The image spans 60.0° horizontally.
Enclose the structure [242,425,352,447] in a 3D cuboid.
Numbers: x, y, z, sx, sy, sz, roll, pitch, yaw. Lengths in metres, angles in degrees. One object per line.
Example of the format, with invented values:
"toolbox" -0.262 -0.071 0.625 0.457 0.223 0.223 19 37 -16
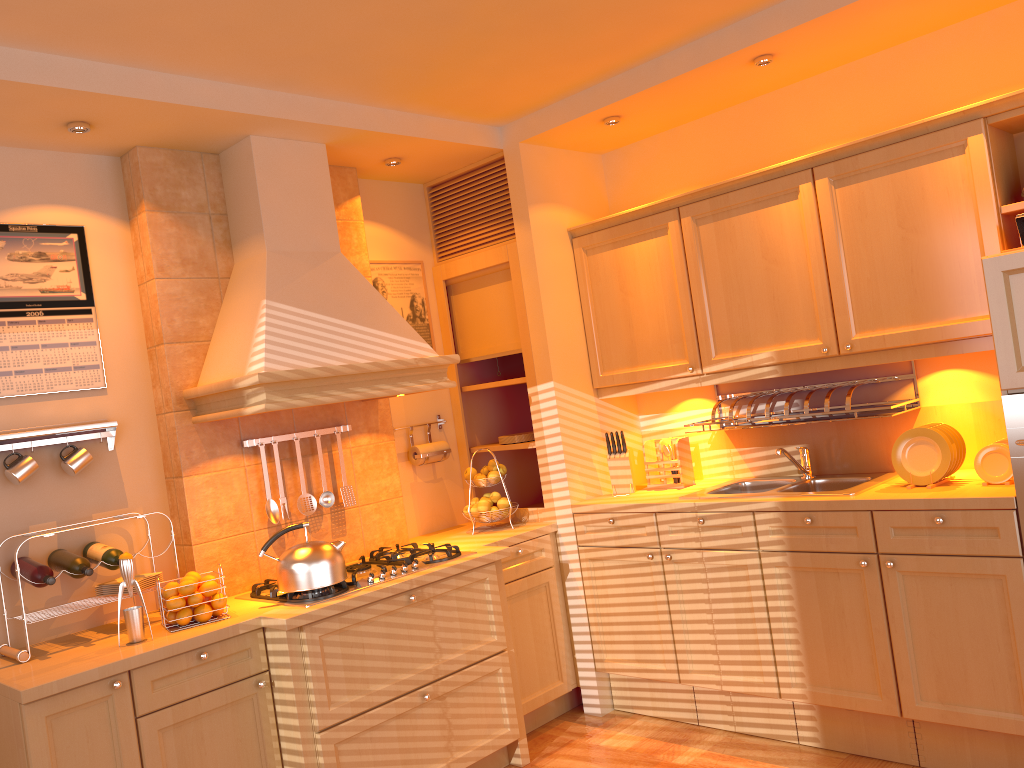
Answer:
"structure" -0.866 0.210 3.618 0.009 0.024 0.506 -9 -1 44

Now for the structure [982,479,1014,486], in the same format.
"structure" 1.683 0.322 3.021 0.219 0.010 0.084 -8 -1 -45

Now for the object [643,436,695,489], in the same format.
"object" 0.721 0.364 4.095 0.200 0.221 0.103 -9 -1 44

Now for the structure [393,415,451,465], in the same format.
"structure" -0.410 0.270 4.242 0.126 0.220 0.320 -9 -1 44

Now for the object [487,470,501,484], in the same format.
"object" -0.082 0.428 4.086 0.064 0.063 0.063 -8 -1 -29

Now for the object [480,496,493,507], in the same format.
"object" -0.117 0.546 4.068 0.063 0.061 0.063 -8 -1 18

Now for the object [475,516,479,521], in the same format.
"object" -0.151 0.616 4.124 0.046 0.043 0.047 -8 -1 4

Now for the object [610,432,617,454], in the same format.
"object" 0.477 0.351 4.081 0.019 0.265 0.038 -8 -1 27

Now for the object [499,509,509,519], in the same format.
"object" -0.047 0.592 4.093 0.063 0.061 0.064 -8 -1 22

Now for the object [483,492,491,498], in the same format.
"object" -0.108 0.525 4.120 0.051 0.048 0.050 -8 -1 -12

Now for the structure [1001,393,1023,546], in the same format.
"structure" 1.735 0.294 2.504 0.576 0.583 0.066 -9 -1 44

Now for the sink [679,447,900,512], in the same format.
"sink" 1.107 0.421 3.556 0.746 0.336 0.465 -9 -1 44

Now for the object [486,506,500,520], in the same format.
"object" -0.086 0.588 4.038 0.064 0.062 0.064 -9 -1 32

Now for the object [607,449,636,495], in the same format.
"object" 0.504 0.405 4.089 0.100 0.200 0.070 -8 -1 18

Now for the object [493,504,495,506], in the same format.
"object" -0.104 0.560 4.165 0.059 0.055 0.058 -8 -1 -38

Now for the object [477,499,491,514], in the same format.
"object" -0.126 0.554 4.013 0.056 0.063 0.065 -8 -1 20

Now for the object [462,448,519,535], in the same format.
"object" -0.114 0.486 4.119 0.265 0.376 0.265 -8 -1 3

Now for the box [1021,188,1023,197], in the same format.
"box" 1.751 -0.672 2.924 0.117 0.129 0.098 -8 -1 -10

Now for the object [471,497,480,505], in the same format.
"object" -0.164 0.553 4.108 0.055 0.058 0.056 -8 -1 -10

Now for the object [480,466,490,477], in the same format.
"object" -0.122 0.406 4.130 0.050 0.051 0.051 -8 -1 -21

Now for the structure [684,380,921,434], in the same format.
"structure" 1.168 0.092 3.668 0.900 0.126 0.300 -9 -1 44

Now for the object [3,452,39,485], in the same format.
"object" -1.652 0.283 2.988 0.066 0.111 0.103 -9 -1 38

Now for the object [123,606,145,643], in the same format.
"object" -1.200 0.767 2.823 0.060 0.106 0.060 -8 -1 12

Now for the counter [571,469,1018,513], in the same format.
"counter" 1.111 0.433 3.557 1.800 0.038 0.600 -9 -1 44

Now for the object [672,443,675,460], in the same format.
"object" 0.746 0.370 4.059 0.023 0.196 0.018 -8 -1 -41

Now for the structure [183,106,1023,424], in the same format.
"structure" 0.728 -0.615 2.958 4.091 1.148 1.061 -8 -1 18

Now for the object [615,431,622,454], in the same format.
"object" 0.499 0.348 4.074 0.019 0.265 0.038 -8 -1 27

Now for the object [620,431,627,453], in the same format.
"object" 0.521 0.344 4.066 0.019 0.265 0.037 -8 -1 27

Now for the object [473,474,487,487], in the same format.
"object" -0.146 0.445 4.094 0.064 0.058 0.063 -8 -1 10

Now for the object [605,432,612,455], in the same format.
"object" 0.456 0.354 4.087 0.019 0.265 0.037 -8 -1 8

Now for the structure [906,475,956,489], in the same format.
"structure" 1.496 0.350 3.163 0.219 0.010 0.084 -8 -1 -43

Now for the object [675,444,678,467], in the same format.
"object" 0.760 0.365 4.070 0.042 0.192 0.040 -8 -1 4

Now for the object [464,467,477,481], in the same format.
"object" -0.192 0.419 4.124 0.061 0.064 0.063 -8 -1 -36

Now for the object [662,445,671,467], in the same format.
"object" 0.719 0.371 4.044 0.042 0.192 0.040 -8 -1 5

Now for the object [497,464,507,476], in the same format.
"object" -0.054 0.402 4.129 0.058 0.060 0.057 -8 -1 -24

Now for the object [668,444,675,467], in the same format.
"object" 0.736 0.371 4.040 0.020 0.196 0.017 -8 -1 -20

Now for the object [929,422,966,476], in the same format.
"object" 1.544 0.241 3.226 0.049 0.200 0.205 -8 -1 -44

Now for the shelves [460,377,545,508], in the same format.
"shelves" 0.160 0.311 4.474 0.600 0.702 0.582 -9 -1 44

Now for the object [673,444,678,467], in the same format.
"object" 0.746 0.370 4.037 0.018 0.196 0.022 -8 -1 -41

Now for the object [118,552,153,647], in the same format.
"object" -1.223 0.678 2.813 0.101 0.288 0.088 -9 -1 44

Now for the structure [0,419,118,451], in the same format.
"structure" -1.591 0.200 3.096 0.069 0.118 0.405 -9 -1 44

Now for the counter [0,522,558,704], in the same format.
"counter" -0.724 0.776 3.385 0.770 0.038 2.250 -9 -1 44

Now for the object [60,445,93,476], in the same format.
"object" -1.529 0.266 3.116 0.066 0.111 0.103 -9 -1 38

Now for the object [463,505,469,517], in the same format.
"object" -0.198 0.590 4.115 0.056 0.057 0.053 -8 -1 21

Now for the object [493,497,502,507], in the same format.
"object" -0.059 0.548 4.126 0.057 0.059 0.058 -8 -1 8

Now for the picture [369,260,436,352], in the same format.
"picture" -0.538 -0.355 4.295 0.007 0.491 0.366 -9 -1 44

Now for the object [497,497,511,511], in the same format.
"object" -0.037 0.547 4.044 0.063 0.060 0.064 -8 -1 -30

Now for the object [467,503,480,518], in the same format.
"object" -0.173 0.579 4.054 0.063 0.063 0.063 -8 -1 -34

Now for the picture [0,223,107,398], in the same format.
"picture" -1.681 -0.266 3.121 0.009 0.605 0.417 -9 -1 44

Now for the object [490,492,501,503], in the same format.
"object" -0.076 0.519 4.064 0.049 0.052 0.050 -8 -1 -38

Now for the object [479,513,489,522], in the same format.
"object" -0.126 0.607 4.079 0.052 0.056 0.057 -8 -1 7

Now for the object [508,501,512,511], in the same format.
"object" -0.027 0.572 4.165 0.059 0.059 0.058 -8 -1 -2

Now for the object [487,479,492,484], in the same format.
"object" -0.091 0.437 4.148 0.058 0.059 0.058 -8 -1 -14

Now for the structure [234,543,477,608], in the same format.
"structure" -0.590 0.715 3.422 0.494 0.051 0.797 -9 -1 44
